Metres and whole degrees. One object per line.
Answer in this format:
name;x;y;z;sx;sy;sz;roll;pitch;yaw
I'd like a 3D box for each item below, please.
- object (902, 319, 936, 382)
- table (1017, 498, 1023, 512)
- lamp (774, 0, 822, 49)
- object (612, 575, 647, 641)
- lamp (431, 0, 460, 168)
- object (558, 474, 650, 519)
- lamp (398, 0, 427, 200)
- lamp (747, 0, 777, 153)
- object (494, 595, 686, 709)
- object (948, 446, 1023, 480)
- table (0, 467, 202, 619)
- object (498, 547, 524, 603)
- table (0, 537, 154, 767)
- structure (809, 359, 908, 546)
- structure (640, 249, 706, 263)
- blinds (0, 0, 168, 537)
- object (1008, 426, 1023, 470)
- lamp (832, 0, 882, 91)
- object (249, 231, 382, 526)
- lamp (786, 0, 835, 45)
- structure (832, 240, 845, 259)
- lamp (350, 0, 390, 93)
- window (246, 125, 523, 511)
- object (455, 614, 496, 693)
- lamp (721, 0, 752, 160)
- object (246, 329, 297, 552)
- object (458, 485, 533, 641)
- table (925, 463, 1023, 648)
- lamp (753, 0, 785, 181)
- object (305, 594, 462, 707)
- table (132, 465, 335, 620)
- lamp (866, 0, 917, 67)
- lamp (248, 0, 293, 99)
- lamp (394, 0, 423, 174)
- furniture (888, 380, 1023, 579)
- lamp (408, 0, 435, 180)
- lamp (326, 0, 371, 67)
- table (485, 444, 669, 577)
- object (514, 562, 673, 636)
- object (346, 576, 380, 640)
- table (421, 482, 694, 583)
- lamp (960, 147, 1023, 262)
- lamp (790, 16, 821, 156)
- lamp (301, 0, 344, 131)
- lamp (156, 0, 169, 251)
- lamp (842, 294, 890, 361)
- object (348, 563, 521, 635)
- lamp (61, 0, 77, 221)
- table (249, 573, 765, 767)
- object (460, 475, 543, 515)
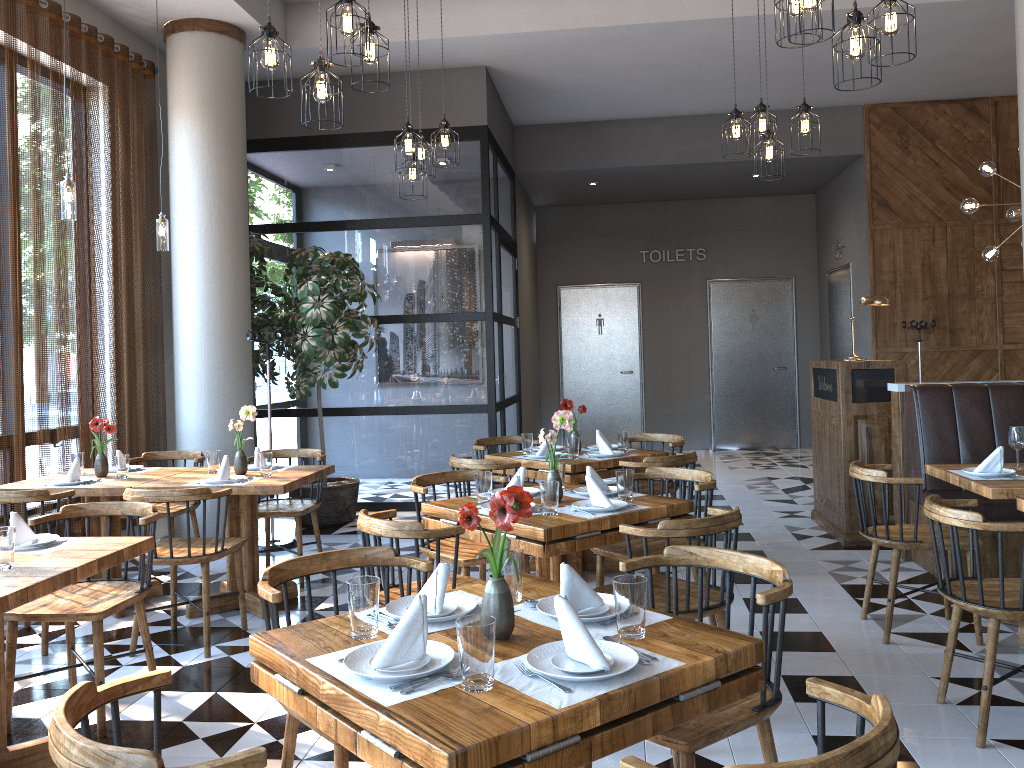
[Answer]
object;4.341;0.151;9.398;0.374;1.659;0.374;-2;-1;29
table;2.464;0.856;3.182;0.850;0.764;0.850;-2;1;7
lamp;1.171;-2.471;3.724;0.175;2.071;0.175;-2;-1;-10
object;0.270;0.509;2.016;0.080;0.132;0.080;-2;0;12
lamp;-0.472;-2.494;5.912;0.175;2.071;0.175;-2;-1;19
object;0.358;0.450;3.682;0.352;0.137;0.272;-3;2;-38
lamp;-0.678;-2.254;5.817;0.175;2.071;0.175;-2;-1;19
lamp;1.592;-2.549;5.741;0.175;2.071;0.175;-1;-1;-40
object;0.138;0.517;1.831;0.352;0.137;0.272;-3;2;-38
object;2.321;0.372;4.316;0.272;0.137;0.352;-1;2;7
table;-2.411;0.931;5.233;0.850;0.764;0.850;-2;1;7
object;-0.006;0.507;2.347;0.080;0.132;0.080;-2;0;12
table;-1.819;0.986;2.991;0.850;0.764;0.850;-2;1;7
structure;2.694;0.465;6.727;0.645;1.300;1.046;-2;0;7
structure;2.268;-1.813;12.515;0.915;0.166;0.035;-1;0;7
blinds;-3.259;-0.620;3.420;0.160;3.581;7.269;-2;1;7
object;2.547;0.322;4.466;0.081;0.215;0.081;-2;0;-2
lamp;1.363;-2.241;3.582;0.175;2.071;0.175;-2;-1;-10
object;-1.929;-0.075;7.577;1.635;2.593;1.379;-2;0;-9
lamp;1.154;-2.407;3.516;0.175;2.071;0.175;-1;-1;-21
structure;4.079;-1.669;11.050;0.025;0.197;0.565;-2;2;7
lamp;-0.666;-2.370;3.997;0.175;2.071;0.175;-2;-1;-10
window;-1.349;-0.607;9.348;2.727;3.550;2.186;-2;0;7
object;-0.069;0.528;1.734;0.080;0.132;0.080;-2;0;22
lamp;1.404;-2.484;5.654;0.175;2.071;0.175;-2;-1;39
object;-1.849;0.416;6.780;0.374;1.659;0.374;-2;-1;29
object;-0.026;0.407;2.005;0.156;0.355;0.171;-2;0;-28
table;2.596;0.816;4.278;0.850;0.764;0.850;-2;1;7
lamp;1.569;-2.310;5.509;0.175;2.071;0.175;-1;-1;-40
object;-0.239;0.526;1.873;0.272;0.137;0.352;-3;2;-38
table;-1.562;0.909;5.131;0.850;0.764;0.850;-2;1;7
lamp;1.551;-2.381;3.695;0.175;2.071;0.175;-1;-1;-43
lamp;-1.088;-2.311;3.898;0.175;2.071;0.175;-1;-1;-32
lamp;-0.679;-2.378;5.596;0.175;2.071;0.175;-2;-1;-14
furniture;3.102;0.664;2.575;1.917;1.150;6.590;-2;2;7
lamp;-0.642;-2.437;6.030;0.175;2.071;0.175;-2;-1;8
lamp;-0.726;-2.418;3.798;0.175;2.071;0.175;-2;-1;1
table;0.425;0.831;5.752;0.865;0.764;0.864;-2;1;-38
object;0.177;0.503;2.207;0.272;0.137;0.352;-3;2;-38
object;-0.347;0.525;2.077;0.080;0.132;0.080;-2;0;12
table;0.201;0.899;3.885;0.865;0.764;0.864;-2;1;-38
lamp;4.664;-1.956;7.729;1.161;2.193;1.185;-2;0;-32
lamp;1.757;-2.442;5.398;0.175;2.071;0.175;-2;-1;17
lamp;-0.874;-2.188;3.968;0.175;2.071;0.175;-2;-1;1
lamp;-2.444;-1.904;6.142;0.078;1.965;0.078;-2;-1;39
lamp;2.580;-0.277;6.471;0.445;0.757;0.170;-2;0;-18
object;-0.200;0.513;2.249;0.352;0.137;0.272;-3;2;-38
lamp;-2.572;-1.925;5.099;0.078;1.965;0.078;-2;-1;-7
table;-0.021;0.965;2.039;0.865;0.764;0.864;-2;1;-38
object;-0.019;0.460;3.724;0.272;0.137;0.352;-3;2;-38
